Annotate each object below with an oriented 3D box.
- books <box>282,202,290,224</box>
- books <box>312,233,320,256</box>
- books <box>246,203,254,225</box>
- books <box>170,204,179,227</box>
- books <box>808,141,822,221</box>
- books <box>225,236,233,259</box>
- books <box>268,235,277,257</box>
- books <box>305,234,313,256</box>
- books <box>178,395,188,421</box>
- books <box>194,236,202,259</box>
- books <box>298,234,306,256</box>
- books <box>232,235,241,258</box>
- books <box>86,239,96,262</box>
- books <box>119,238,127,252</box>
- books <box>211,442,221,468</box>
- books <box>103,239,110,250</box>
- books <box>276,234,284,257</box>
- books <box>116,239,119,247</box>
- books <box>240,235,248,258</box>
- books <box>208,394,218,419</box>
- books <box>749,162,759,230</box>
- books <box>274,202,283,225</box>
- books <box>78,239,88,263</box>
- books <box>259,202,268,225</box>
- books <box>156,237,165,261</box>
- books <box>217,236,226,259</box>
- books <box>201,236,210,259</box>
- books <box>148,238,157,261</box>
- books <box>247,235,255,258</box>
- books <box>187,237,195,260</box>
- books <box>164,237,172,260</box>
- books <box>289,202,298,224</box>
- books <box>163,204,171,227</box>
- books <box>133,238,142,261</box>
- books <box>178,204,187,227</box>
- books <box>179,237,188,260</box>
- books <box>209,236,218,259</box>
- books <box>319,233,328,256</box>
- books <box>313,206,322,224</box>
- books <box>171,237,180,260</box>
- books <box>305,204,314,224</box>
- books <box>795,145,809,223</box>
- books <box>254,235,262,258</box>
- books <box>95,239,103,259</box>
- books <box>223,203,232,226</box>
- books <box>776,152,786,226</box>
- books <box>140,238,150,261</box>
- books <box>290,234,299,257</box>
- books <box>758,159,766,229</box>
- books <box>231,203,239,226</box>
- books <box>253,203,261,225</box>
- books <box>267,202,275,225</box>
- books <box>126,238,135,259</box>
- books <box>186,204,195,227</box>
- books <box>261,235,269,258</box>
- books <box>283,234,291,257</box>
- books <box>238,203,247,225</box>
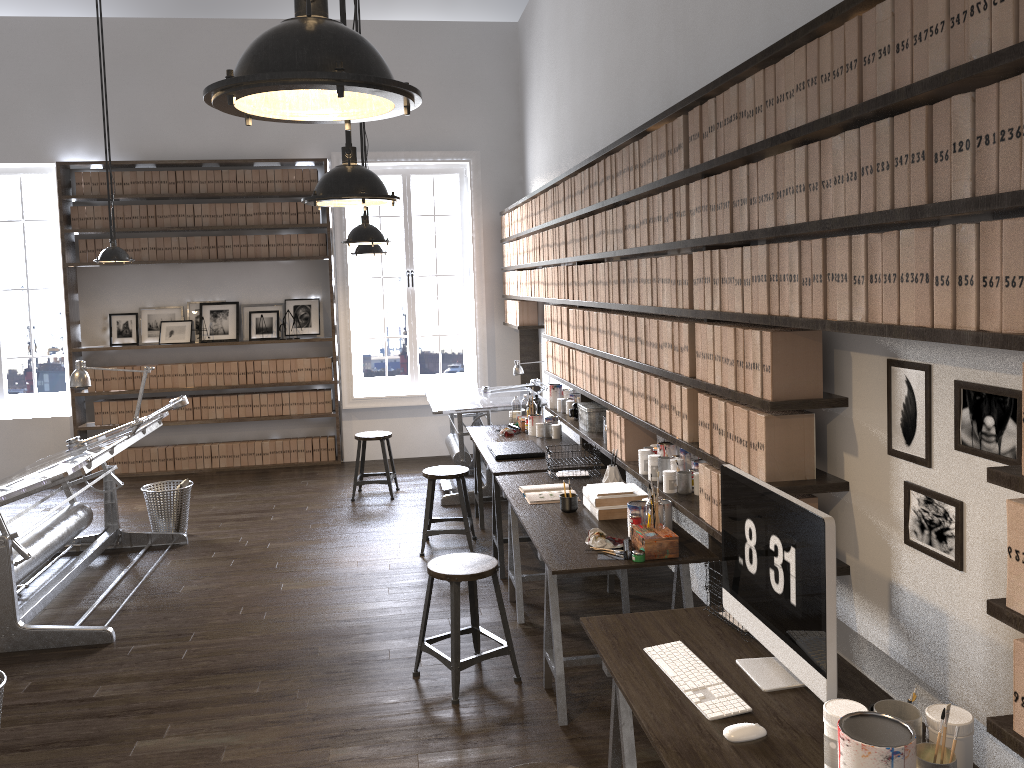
[{"bbox_3d":[-2.219,-1.670,8.715,0.067,0.225,0.175,-2,5,-8],"label":"books"},{"bbox_3d":[-1.942,-1.373,8.776,0.067,0.225,0.175,-2,5,-8],"label":"books"},{"bbox_3d":[-2.554,-1.653,8.667,0.067,0.225,0.175,-2,5,-8],"label":"books"},{"bbox_3d":[-3.249,-1.618,8.563,0.067,0.225,0.175,-2,5,-8],"label":"books"},{"bbox_3d":[0.932,-0.568,2.497,0.174,0.225,0.067,-3,4,-8],"label":"books"},{"bbox_3d":[-2.755,-1.332,8.655,0.067,0.225,0.175,-2,5,-8],"label":"books"},{"bbox_3d":[-2.349,-1.352,8.714,0.067,0.225,0.175,-2,5,-8],"label":"books"},{"bbox_3d":[-2.004,-1.369,8.762,0.067,0.225,0.175,-2,5,-8],"label":"books"},{"bbox_3d":[-3.224,0.235,8.679,0.067,0.225,0.175,-2,5,-8],"label":"books"},{"bbox_3d":[-3.038,-1.318,8.617,0.067,0.225,0.175,-2,5,-8],"label":"books"},{"bbox_3d":[-2.069,-1.366,8.753,0.067,0.225,0.175,-2,5,-8],"label":"books"},{"bbox_3d":[-2.686,-1.336,8.670,0.067,0.225,0.175,-2,5,-8],"label":"books"},{"bbox_3d":[-4.002,-1.270,8.474,0.067,0.225,0.175,-2,5,-8],"label":"books"},{"bbox_3d":[-3.718,-1.284,8.520,0.067,0.225,0.175,-2,5,-8],"label":"books"},{"bbox_3d":[-2.918,0.700,8.751,0.067,0.225,0.175,-2,5,-8],"label":"books"},{"bbox_3d":[-3.858,-1.277,8.495,0.067,0.225,0.175,-2,5,-8],"label":"books"},{"bbox_3d":[-2.280,-1.356,8.728,0.067,0.225,0.175,-2,5,-8],"label":"books"},{"bbox_3d":[-3.788,-1.281,8.510,0.067,0.225,0.175,-2,5,-8],"label":"books"},{"bbox_3d":[-2.616,-1.340,8.680,0.067,0.225,0.175,-2,5,-8],"label":"books"},{"bbox_3d":[-2.941,0.221,8.718,0.067,0.225,0.175,-2,5,-8],"label":"books"},{"bbox_3d":[0.873,-0.613,2.902,0.174,0.225,0.067,-3,4,-8],"label":"books"},{"bbox_3d":[-2.289,-1.666,8.709,0.067,0.225,0.175,-2,5,-8],"label":"books"},{"bbox_3d":[-4.076,-1.266,8.468,0.067,0.225,0.175,-2,5,-8],"label":"books"},{"bbox_3d":[-2.425,-1.659,8.683,0.067,0.225,0.175,-2,5,-8],"label":"books"},{"bbox_3d":[-3.382,-1.301,8.568,0.067,0.225,0.175,-2,5,-8],"label":"books"},{"bbox_3d":[-2.826,-1.329,8.650,0.067,0.225,0.175,-2,5,-8],"label":"books"},{"bbox_3d":[-2.974,-1.322,8.628,0.067,0.225,0.175,-2,5,-8],"label":"books"},{"bbox_3d":[-3.451,-1.297,8.554,0.067,0.225,0.175,-2,5,-8],"label":"books"},{"bbox_3d":[-2.548,-1.342,8.684,0.067,0.225,0.175,-2,5,-8],"label":"books"},{"bbox_3d":[-3.100,-1.315,8.603,0.067,0.225,0.175,-2,5,-8],"label":"books"},{"bbox_3d":[-3.313,-1.305,8.580,0.067,0.225,0.175,-2,5,-8],"label":"books"},{"bbox_3d":[-2.149,-1.674,8.730,0.067,0.225,0.175,-2,5,-8],"label":"books"},{"bbox_3d":[-3.312,-1.615,8.558,0.067,0.225,0.175,-2,5,-8],"label":"books"},{"bbox_3d":[-3.585,-1.291,8.538,0.067,0.225,0.175,-2,5,-8],"label":"books"},{"bbox_3d":[-3.178,-1.621,8.573,0.067,0.225,0.175,-2,5,-8],"label":"books"},{"bbox_3d":[-3.172,-1.311,8.593,0.067,0.225,0.175,-2,5,-8],"label":"books"},{"bbox_3d":[-2.900,-1.325,8.633,0.067,0.225,0.175,-2,5,-8],"label":"books"},{"bbox_3d":[-1.873,-1.377,8.787,0.067,0.225,0.175,-2,5,-8],"label":"books"},{"bbox_3d":[-1.926,-1.685,8.759,0.067,0.225,0.175,-2,5,-8],"label":"books"},{"bbox_3d":[-3.244,-1.308,8.586,0.067,0.225,0.175,-2,5,-8],"label":"books"},{"bbox_3d":[-2.002,-1.681,8.751,0.067,0.225,0.175,-2,5,-8],"label":"books"},{"bbox_3d":[0.918,-0.575,2.565,0.174,0.225,0.067,-3,4,-8],"label":"books"},{"bbox_3d":[-2.483,-1.346,8.698,0.067,0.225,0.175,-2,5,-8],"label":"books"},{"bbox_3d":[-3.929,-1.274,8.490,0.067,0.225,0.175,-2,5,-8],"label":"books"},{"bbox_3d":[-2.765,-1.643,8.641,0.067,0.225,0.175,-2,5,-8],"label":"books"},{"bbox_3d":[0.902,-0.590,2.700,0.174,0.225,0.067,-3,4,-8],"label":"books"},{"bbox_3d":[-3.523,-1.294,8.545,0.067,0.225,0.175,-2,5,-8],"label":"books"},{"bbox_3d":[-2.141,-1.363,8.746,0.067,0.225,0.175,-2,5,-8],"label":"books"},{"bbox_3d":[0.883,-0.605,2.832,0.174,0.225,0.067,-3,4,-8],"label":"books"},{"bbox_3d":[-2.695,-1.646,8.649,0.067,0.225,0.175,-2,5,-8],"label":"books"},{"bbox_3d":[-2.492,-1.656,8.678,0.067,0.225,0.175,-2,5,-8],"label":"books"},{"bbox_3d":[-2.359,-1.663,8.698,0.067,0.225,0.175,-2,5,-8],"label":"books"},{"bbox_3d":[-3.651,-1.287,8.524,0.067,0.225,0.175,-2,5,-8],"label":"books"},{"bbox_3d":[-3.106,-1.625,8.587,0.067,0.225,0.175,-2,5,-8],"label":"books"},{"bbox_3d":[-2.420,-1.349,8.705,0.067,0.225,0.175,-2,5,-8],"label":"books"},{"bbox_3d":[-2.211,-1.360,8.739,0.067,0.225,0.175,-2,5,-8],"label":"books"},{"bbox_3d":[-2.625,-1.649,8.655,0.067,0.225,0.175,-2,5,-8],"label":"books"}]
